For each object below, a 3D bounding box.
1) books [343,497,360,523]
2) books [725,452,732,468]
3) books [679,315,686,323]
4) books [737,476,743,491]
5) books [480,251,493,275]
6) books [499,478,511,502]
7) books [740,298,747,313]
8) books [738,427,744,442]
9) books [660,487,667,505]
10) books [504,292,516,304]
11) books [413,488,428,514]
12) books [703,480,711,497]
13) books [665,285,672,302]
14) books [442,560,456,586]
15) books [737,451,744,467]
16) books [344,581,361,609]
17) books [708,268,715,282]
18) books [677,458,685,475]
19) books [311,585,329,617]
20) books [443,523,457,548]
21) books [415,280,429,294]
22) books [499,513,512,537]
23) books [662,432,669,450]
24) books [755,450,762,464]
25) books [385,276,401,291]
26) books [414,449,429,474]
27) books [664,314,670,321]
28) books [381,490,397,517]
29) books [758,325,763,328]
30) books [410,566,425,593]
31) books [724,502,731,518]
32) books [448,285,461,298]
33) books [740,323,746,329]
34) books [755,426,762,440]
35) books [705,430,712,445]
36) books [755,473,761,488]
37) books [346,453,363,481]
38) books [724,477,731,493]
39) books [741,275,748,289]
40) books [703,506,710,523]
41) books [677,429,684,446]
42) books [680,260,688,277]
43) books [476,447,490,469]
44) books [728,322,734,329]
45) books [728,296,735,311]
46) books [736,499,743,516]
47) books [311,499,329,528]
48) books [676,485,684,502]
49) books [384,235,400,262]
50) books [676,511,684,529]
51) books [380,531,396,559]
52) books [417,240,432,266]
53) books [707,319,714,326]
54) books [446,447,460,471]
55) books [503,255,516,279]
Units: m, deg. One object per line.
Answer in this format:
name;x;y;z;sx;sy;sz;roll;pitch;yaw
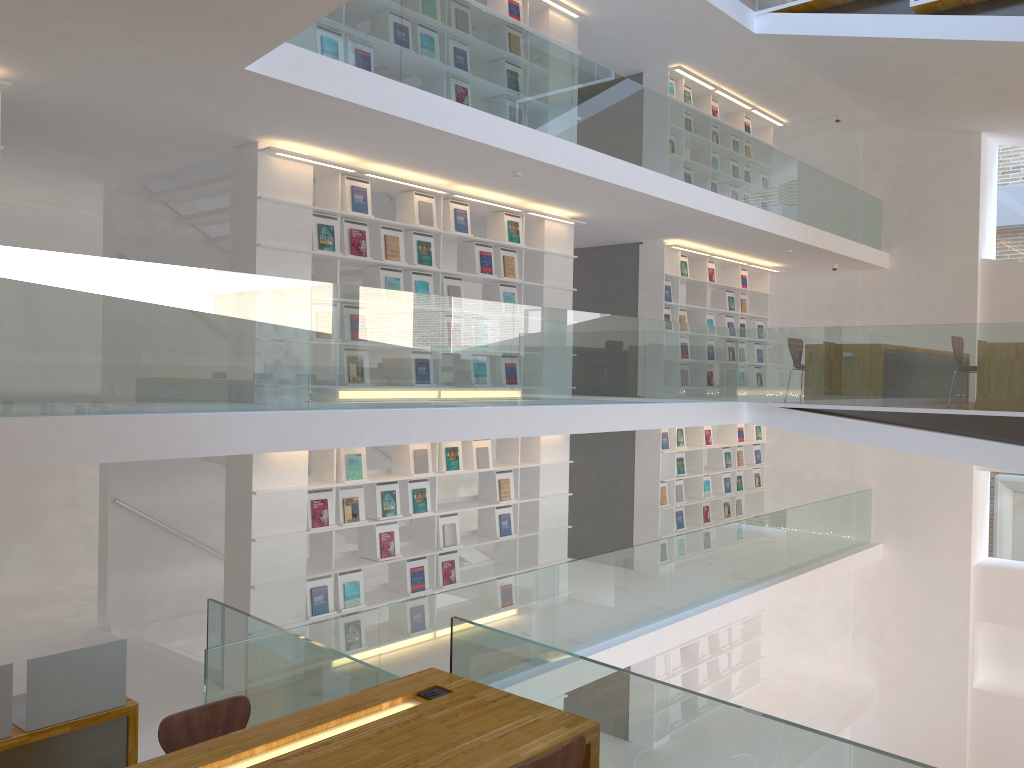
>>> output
books;-1.245;0.989;6.882;0.037;0.210;0.145;2;1;41
books;2.853;1.006;11.699;0.037;0.210;0.145;2;1;41
books;2.064;-0.726;10.732;0.037;0.210;0.145;2;1;41
books;3.068;1.344;11.954;0.037;0.210;0.145;2;1;41
books;-0.231;-1.084;7.973;0.037;0.210;0.145;2;1;41
books;-0.066;0.987;8.230;0.037;0.210;0.145;2;1;41
books;3.122;-1.044;11.944;0.037;0.210;0.145;2;1;41
books;3.088;0.693;11.961;0.037;0.210;0.145;2;1;41
books;1.781;1.321;10.471;0.037;0.210;0.145;2;1;41
books;-0.018;-0.746;8.225;0.037;0.210;0.145;2;1;41
books;-0.768;0.982;7.414;0.037;0.210;0.145;2;1;41
books;2.481;1.332;11.280;0.037;0.210;0.145;2;1;41
books;1.836;-1.056;10.454;0.037;0.210;0.145;2;1;41
books;-0.546;1.642;7.696;0.037;0.210;0.145;2;1;41
books;3.082;1.008;11.964;0.037;0.210;0.145;2;1;41
books;-1.240;1.644;6.890;0.037;0.210;0.145;2;1;41
books;2.533;-1.363;11.254;0.037;0.210;0.145;2;1;41
books;2.050;1.002;10.767;0.037;0.210;0.145;2;1;41
books;-1.441;1.630;6.657;0.037;0.210;0.145;2;1;41
books;-0.536;1.320;7.693;0.037;0.210;0.145;2;1;41
books;-0.745;-0.755;7.390;0.037;0.210;0.145;2;1;41
books;-0.059;1.316;8.244;0.037;0.210;0.145;2;1;41
books;1.807;0.679;10.476;0.037;0.210;0.145;2;1;41
books;3.435;1.027;12.368;0.037;0.210;0.145;2;1;41
books;-0.955;-0.754;7.143;0.037;0.210;0.145;2;1;41
books;-0.757;0.651;7.416;0.037;0.210;0.145;2;1;41
books;1.825;-0.718;10.451;0.037;0.210;0.145;2;1;41
books;-0.992;0.968;7.161;0.037;0.210;0.145;2;1;41
books;3.467;-0.714;12.353;0.037;0.210;0.145;2;1;41
books;-0.787;1.639;7.418;0.037;0.210;0.145;2;1;41
books;2.845;1.667;11.706;0.037;0.210;0.145;2;1;41
books;-0.494;-0.746;7.675;0.037;0.210;0.145;2;1;41
books;3.108;-0.707;11.934;0.037;0.210;0.145;2;1;41
books;3.440;0.690;12.367;0.037;0.210;0.145;2;1;41
books;2.494;0.688;11.274;0.037;0.210;0.145;2;1;41
books;3.432;1.352;12.374;0.037;0.210;0.145;2;1;41
books;-1.223;0.648;6.878;0.037;0.210;0.145;2;1;41
books;2.849;1.342;11.700;0.037;0.210;0.145;2;1;41
books;3.128;-1.358;11.941;0.037;0.210;0.145;2;1;41
books;2.475;1.660;11.283;0.037;0.210;0.145;2;1;41
books;2.039;0.648;10.748;0.037;0.210;0.145;2;1;41
books;2.084;-1.383;10.734;0.037;0.210;0.145;2;1;41
books;-0.261;0.676;7.990;0.037;0.210;0.145;2;1;41
books;2.889;-0.709;11.681;0.037;0.210;0.145;2;1;41
books;2.893;-1.046;11.679;0.037;0.210;0.145;2;1;41
books;3.062;1.669;11.957;0.037;0.210;0.145;2;1;41
books;-1.438;0.972;6.645;0.037;0.210;0.145;2;1;41
books;2.034;1.333;10.758;0.037;0.210;0.145;2;1;41
books;-0.961;-1.087;7.130;0.037;0.210;0.145;2;1;41
books;2.043;1.653;10.780;0.037;0.210;0.145;2;1;41
books;-1.004;1.302;7.156;0.037;0.210;0.145;2;1;41
books;-0.726;-1.085;7.396;0.037;0.210;0.145;2;1;41
books;2.521;-0.719;11.260;0.037;0.210;0.145;2;1;41
books;-0.515;0.654;7.696;0.037;0.210;0.145;2;1;41
books;-0.024;-1.079;8.212;0.037;0.210;0.145;2;1;41
